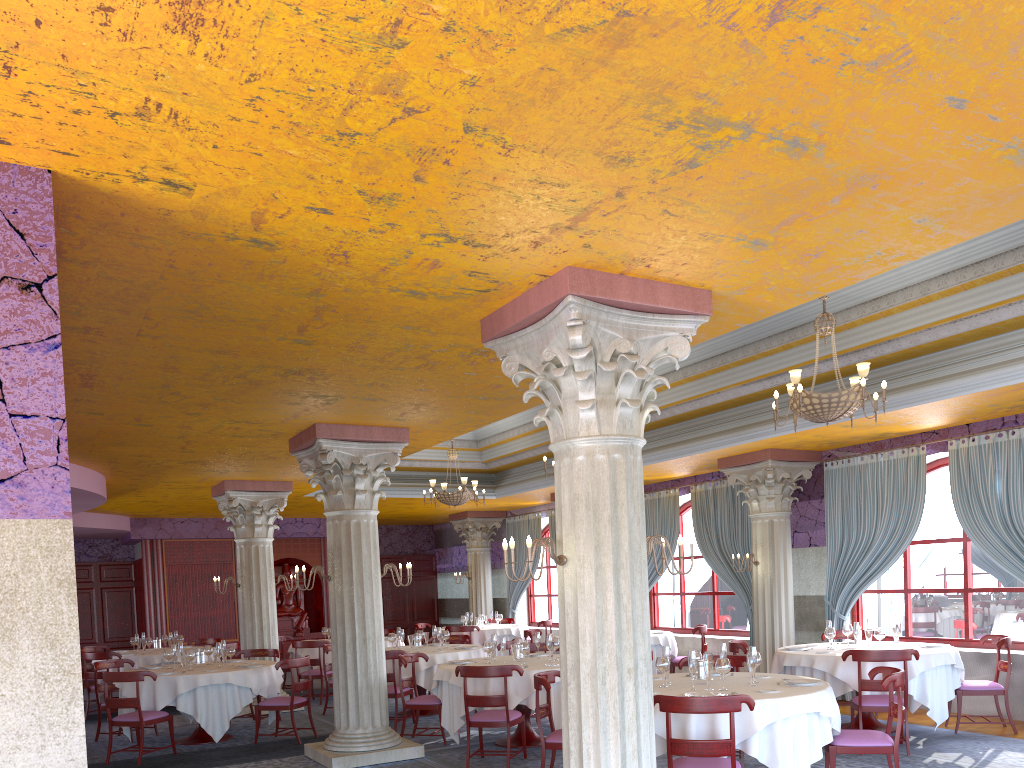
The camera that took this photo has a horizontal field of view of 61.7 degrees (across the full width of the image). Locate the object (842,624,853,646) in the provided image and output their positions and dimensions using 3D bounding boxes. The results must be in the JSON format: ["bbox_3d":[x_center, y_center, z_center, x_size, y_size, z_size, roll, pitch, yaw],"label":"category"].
[{"bbox_3d":[4.111,3.075,10.485,0.122,0.264,0.123,-2,-1,-38],"label":"object"}]

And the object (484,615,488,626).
[{"bbox_3d":[-0.573,5.232,18.923,0.086,0.237,0.086,-2,0,-5],"label":"object"}]

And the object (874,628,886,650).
[{"bbox_3d":[4.163,2.889,9.688,0.122,0.264,0.123,-2,-1,-16],"label":"object"}]

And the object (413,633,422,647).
[{"bbox_3d":[-1.425,3.850,12.899,0.072,0.211,0.144,-2,-2,40],"label":"object"}]

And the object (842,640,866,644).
[{"bbox_3d":[4.343,3.264,10.830,0.313,0.024,0.320,5,-15,-29],"label":"object"}]

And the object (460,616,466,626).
[{"bbox_3d":[-1.052,5.152,18.547,0.122,0.264,0.123,-2,-1,-16],"label":"object"}]

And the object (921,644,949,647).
[{"bbox_3d":[4.881,3.024,9.889,0.312,0.024,0.321,0,-13,-9],"label":"object"}]

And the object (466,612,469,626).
[{"bbox_3d":[-0.980,5.167,18.779,0.074,0.336,0.073,-2,1,7],"label":"object"}]

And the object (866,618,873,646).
[{"bbox_3d":[4.343,3.012,10.409,0.074,0.336,0.073,-2,1,7],"label":"object"}]

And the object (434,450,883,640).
[{"bbox_3d":[4.384,2.852,12.726,2.085,3.581,29.776,-1,-12,-30],"label":"object"}]

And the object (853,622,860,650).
[{"bbox_3d":[3.929,2.880,9.762,0.074,0.336,0.073,-2,1,7],"label":"object"}]

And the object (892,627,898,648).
[{"bbox_3d":[4.488,2.962,10.006,0.086,0.237,0.085,-2,0,40],"label":"object"}]

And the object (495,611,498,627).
[{"bbox_3d":[-0.332,5.044,18.363,0.074,0.336,0.073,-2,1,7],"label":"object"}]

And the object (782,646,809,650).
[{"bbox_3d":[3.403,3.179,10.294,0.313,0.024,0.320,5,-15,-29],"label":"object"}]

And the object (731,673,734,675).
[{"bbox_3d":[2.067,2.719,8.033,0.027,0.013,0.237,-5,-13,14],"label":"object"}]

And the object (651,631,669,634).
[{"bbox_3d":[2.443,4.123,14.207,0.313,0.024,0.320,5,-15,-29],"label":"object"}]

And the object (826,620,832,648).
[{"bbox_3d":[3.812,3.008,10.293,0.074,0.336,0.073,-2,1,7],"label":"object"}]

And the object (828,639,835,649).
[{"bbox_3d":[3.787,3.029,10.169,0.086,0.237,0.085,-2,0,40],"label":"object"}]

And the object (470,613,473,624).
[{"bbox_3d":[-0.863,5.039,18.247,0.074,0.336,0.073,-2,1,7],"label":"object"}]

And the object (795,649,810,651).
[{"bbox_3d":[3.381,3.134,10.083,0.258,0.020,0.055,-7,-12,20],"label":"object"}]

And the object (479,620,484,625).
[{"bbox_3d":[-0.686,5.147,18.651,0.072,0.211,0.144,-2,-2,40],"label":"object"}]

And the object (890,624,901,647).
[{"bbox_3d":[4.536,2.971,10.112,0.122,0.264,0.123,-2,-1,-38],"label":"object"}]

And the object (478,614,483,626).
[{"bbox_3d":[-0.680,5.234,18.971,0.122,0.264,0.123,-2,-1,-38],"label":"object"}]

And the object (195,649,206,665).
[{"bbox_3d":[-4.137,3.603,11.337,0.072,0.211,0.144,-2,-2,40],"label":"object"}]

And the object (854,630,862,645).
[{"bbox_3d":[4.105,2.988,10.166,0.072,0.211,0.144,-2,-2,40],"label":"object"}]

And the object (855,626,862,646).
[{"bbox_3d":[4.219,3.073,10.438,0.086,0.237,0.086,-2,0,-5],"label":"object"}]

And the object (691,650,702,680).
[{"bbox_3d":[1.664,2.548,7.758,0.122,0.264,0.122,-2,-1,7],"label":"object"}]

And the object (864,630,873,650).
[{"bbox_3d":[4.057,2.918,9.737,0.086,0.237,0.085,-2,0,40],"label":"object"}]

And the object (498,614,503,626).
[{"bbox_3d":[-0.256,5.130,18.598,0.122,0.264,0.123,-2,-1,-16],"label":"object"}]

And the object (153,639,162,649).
[{"bbox_3d":[-9.018,4.180,15.075,5.660,1.200,0.352,-2,1,-1],"label":"object"}]

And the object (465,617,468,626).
[{"bbox_3d":[-1.004,5.188,18.654,0.086,0.237,0.085,-2,0,40],"label":"object"}]

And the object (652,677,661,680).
[{"bbox_3d":[1.306,2.731,7.940,0.159,0.009,0.162,5,-15,-29],"label":"object"}]

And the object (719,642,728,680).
[{"bbox_3d":[1.896,2.485,7.682,0.073,0.336,0.074,-4,2,-38],"label":"object"}]

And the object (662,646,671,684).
[{"bbox_3d":[1.365,2.481,7.566,0.073,0.336,0.074,-4,2,-38],"label":"object"}]

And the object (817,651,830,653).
[{"bbox_3d":[3.542,3.052,9.736,0.158,0.009,0.163,0,-13,-9],"label":"object"}]

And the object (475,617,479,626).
[{"bbox_3d":[-0.735,5.077,18.222,0.086,0.237,0.085,-2,0,40],"label":"object"}]

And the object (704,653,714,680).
[{"bbox_3d":[1.772,2.546,7.711,0.086,0.237,0.085,-2,0,40],"label":"object"}]

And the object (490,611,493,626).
[{"bbox_3d":[-0.449,5.171,18.895,0.074,0.336,0.073,-2,1,7],"label":"object"}]

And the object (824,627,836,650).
[{"bbox_3d":[3.739,2.993,10.061,0.122,0.264,0.123,-2,-1,-16],"label":"object"}]

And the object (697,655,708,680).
[{"bbox_3d":[1.658,2.461,7.439,0.072,0.211,0.144,-2,-2,40],"label":"object"}]

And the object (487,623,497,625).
[{"bbox_3d":[-0.448,5.423,19.316,0.313,0.024,0.320,5,-15,-29],"label":"object"}]

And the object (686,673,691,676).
[{"bbox_3d":[1.686,2.753,8.126,0.055,0.019,0.261,-6,-13,19],"label":"object"}]

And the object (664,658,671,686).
[{"bbox_3d":[1.340,2.502,7.442,0.086,0.237,0.085,-2,0,40],"label":"object"}]

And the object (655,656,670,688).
[{"bbox_3d":[1.292,2.466,7.334,0.122,0.264,0.123,-2,-1,-38],"label":"object"}]

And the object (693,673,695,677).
[{"bbox_3d":[1.724,2.758,8.118,0.022,0.003,0.258,-6,-13,14],"label":"object"}]

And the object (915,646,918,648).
[{"bbox_3d":[4.681,3.044,9.910,0.030,0.010,0.141,-6,-13,17],"label":"object"}]

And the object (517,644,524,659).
[{"bbox_3d":[0.080,3.172,10.234,0.072,0.211,0.144,-2,-2,40],"label":"object"}]

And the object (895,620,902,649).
[{"bbox_3d":[4.460,2.885,9.878,0.073,0.336,0.074,-4,2,-38],"label":"object"}]

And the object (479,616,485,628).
[{"bbox_3d":[-0.628,5.048,18.174,0.123,0.264,0.122,-3,-1,29],"label":"object"}]

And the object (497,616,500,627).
[{"bbox_3d":[-0.303,5.121,18.491,0.086,0.237,0.085,-2,0,40],"label":"object"}]

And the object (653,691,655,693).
[{"bbox_3d":[1.095,2.525,7.009,0.159,0.009,0.162,5,-15,-29],"label":"object"}]
